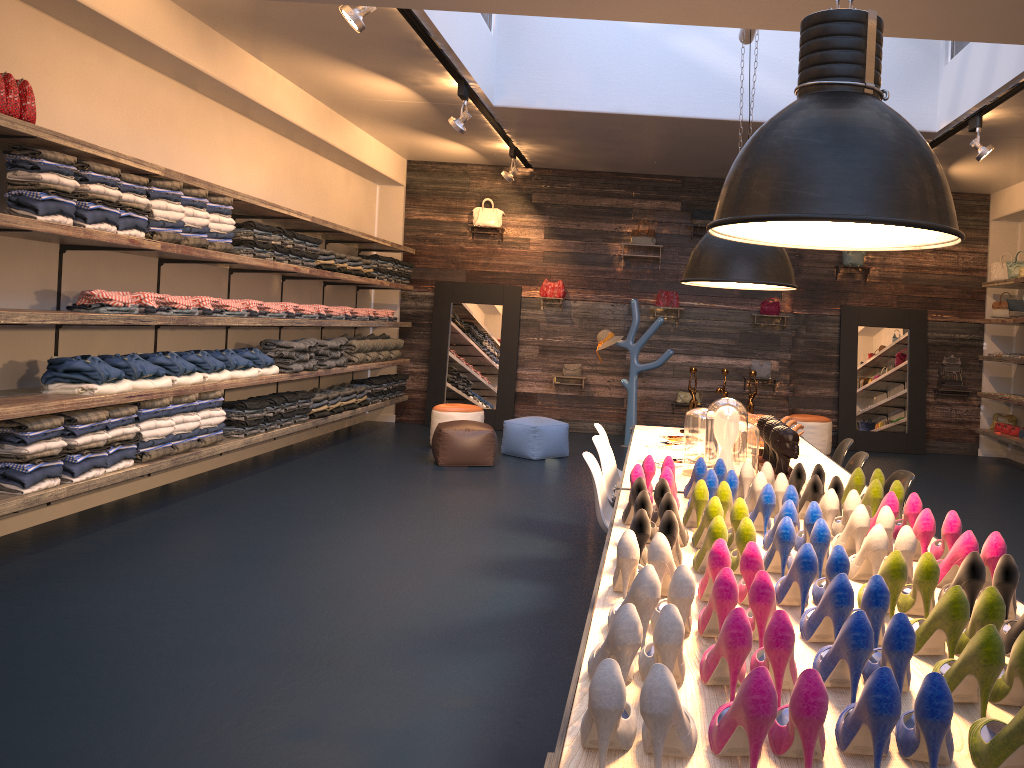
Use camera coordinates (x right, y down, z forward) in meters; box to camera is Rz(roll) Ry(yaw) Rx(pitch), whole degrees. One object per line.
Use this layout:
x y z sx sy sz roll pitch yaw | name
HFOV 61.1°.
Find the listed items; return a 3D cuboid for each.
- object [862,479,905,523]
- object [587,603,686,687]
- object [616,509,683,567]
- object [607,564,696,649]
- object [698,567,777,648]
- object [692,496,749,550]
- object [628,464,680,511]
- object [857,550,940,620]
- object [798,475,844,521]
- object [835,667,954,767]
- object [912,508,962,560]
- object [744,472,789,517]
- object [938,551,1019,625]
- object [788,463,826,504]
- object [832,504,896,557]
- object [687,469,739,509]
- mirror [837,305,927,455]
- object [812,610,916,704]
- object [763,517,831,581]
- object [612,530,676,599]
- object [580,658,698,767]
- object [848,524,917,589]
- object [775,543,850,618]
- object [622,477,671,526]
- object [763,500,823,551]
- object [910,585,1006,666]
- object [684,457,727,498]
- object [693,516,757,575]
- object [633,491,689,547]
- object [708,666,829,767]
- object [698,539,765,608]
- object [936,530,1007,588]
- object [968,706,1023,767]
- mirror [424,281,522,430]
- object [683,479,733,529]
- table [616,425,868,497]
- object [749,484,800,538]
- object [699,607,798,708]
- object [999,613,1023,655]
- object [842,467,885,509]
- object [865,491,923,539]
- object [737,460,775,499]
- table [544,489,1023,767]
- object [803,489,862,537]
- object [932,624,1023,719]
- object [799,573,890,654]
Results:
1.430 0.453 3.375 0.200 0.195 0.245 3 2 6 | object
0.257 0.505 1.726 0.205 0.195 0.239 3 2 -3 | object
0.416 0.452 2.582 0.202 0.195 0.242 3 2 1 | object
0.330 0.489 2.004 0.208 0.195 0.236 3 2 -8 | object
0.531 0.500 2.007 0.197 0.195 0.248 4 3 10 | object
0.693 0.449 2.838 0.200 0.195 0.245 3 2 6 | object
0.551 0.400 3.395 0.199 0.195 0.252 4 3 17 | object
1.014 0.510 2.263 0.200 0.195 0.245 3 2 6 | object
1.201 0.438 3.389 0.201 0.195 0.243 3 2 3 | object
0.656 0.547 1.472 0.196 0.195 0.250 4 3 13 | object
1.375 0.489 2.835 0.196 0.195 0.249 4 3 12 | object
0.995 0.426 3.387 0.200 0.195 0.245 3 2 6 | object
1.240 0.521 2.293 0.195 0.195 0.250 4 3 14 | object
1.241 0.419 3.682 0.200 0.195 0.245 3 2 6 | object
1.160 0.476 2.845 0.200 0.195 0.245 3 2 6 | object
0.794 0.415 3.385 0.205 0.195 0.239 3 2 -3 | object
4.923 -0.064 11.537 1.153 1.918 0.267 3 0 0 | mirror
0.720 0.529 1.761 0.200 0.195 0.245 3 2 6 | object
0.860 0.477 2.591 0.206 0.195 0.245 3 2 5 | object
0.361 0.468 2.310 0.195 0.195 0.251 4 3 14 | object
0.209 0.523 1.440 0.197 0.195 0.248 4 3 11 | object
1.097 0.492 2.565 0.200 0.195 0.245 3 2 6 | object
0.797 0.495 2.284 0.200 0.195 0.245 3 2 6 | object
0.497 0.417 3.117 0.200 0.195 0.245 3 2 6 | object
0.933 0.462 2.852 0.200 0.195 0.245 3 2 6 | object
1.010 0.530 1.979 0.202 0.195 0.242 3 2 1 | object
0.830 0.396 3.672 0.200 0.195 0.245 3 2 6 | object
0.635 0.467 2.548 0.200 0.195 0.245 3 2 6 | object
0.481 0.435 2.855 0.195 0.195 0.250 4 3 13 | object
0.436 0.535 1.450 0.201 0.195 0.243 3 2 3 | object
0.586 0.484 2.270 0.195 0.195 0.250 4 3 13 | object
1.339 0.508 2.550 0.202 0.195 0.242 3 2 2 | object
0.886 0.562 1.449 0.204 0.195 0.240 3 2 -1 | object
-0.505 -0.378 11.522 1.153 1.918 0.267 3 0 0 | mirror
0.719 0.429 3.132 0.198 0.195 0.247 4 2 9 | object
1.267 0.784 5.096 1.222 0.740 2.570 4 4 7 | table
0.949 0.443 3.130 0.200 0.195 0.245 3 2 6 | object
0.481 0.517 1.737 0.200 0.195 0.245 3 2 6 | object
1.238 0.541 2.005 0.200 0.195 0.245 3 2 6 | object
1.471 0.435 3.646 0.200 0.195 0.245 3 2 6 | object
1.376 0.468 3.120 0.200 0.195 0.245 3 2 6 | object
1.030 0.408 3.661 0.196 0.195 0.249 4 3 12 | object
0.841 0.946 2.543 1.222 0.740 2.570 4 4 7 | table
1.153 0.456 3.106 0.202 0.195 0.242 3 2 2 | object
0.949 0.545 1.721 0.200 0.195 0.245 3 2 6 | object
0.781 0.514 2.021 0.201 0.195 0.243 3 2 3 | object
